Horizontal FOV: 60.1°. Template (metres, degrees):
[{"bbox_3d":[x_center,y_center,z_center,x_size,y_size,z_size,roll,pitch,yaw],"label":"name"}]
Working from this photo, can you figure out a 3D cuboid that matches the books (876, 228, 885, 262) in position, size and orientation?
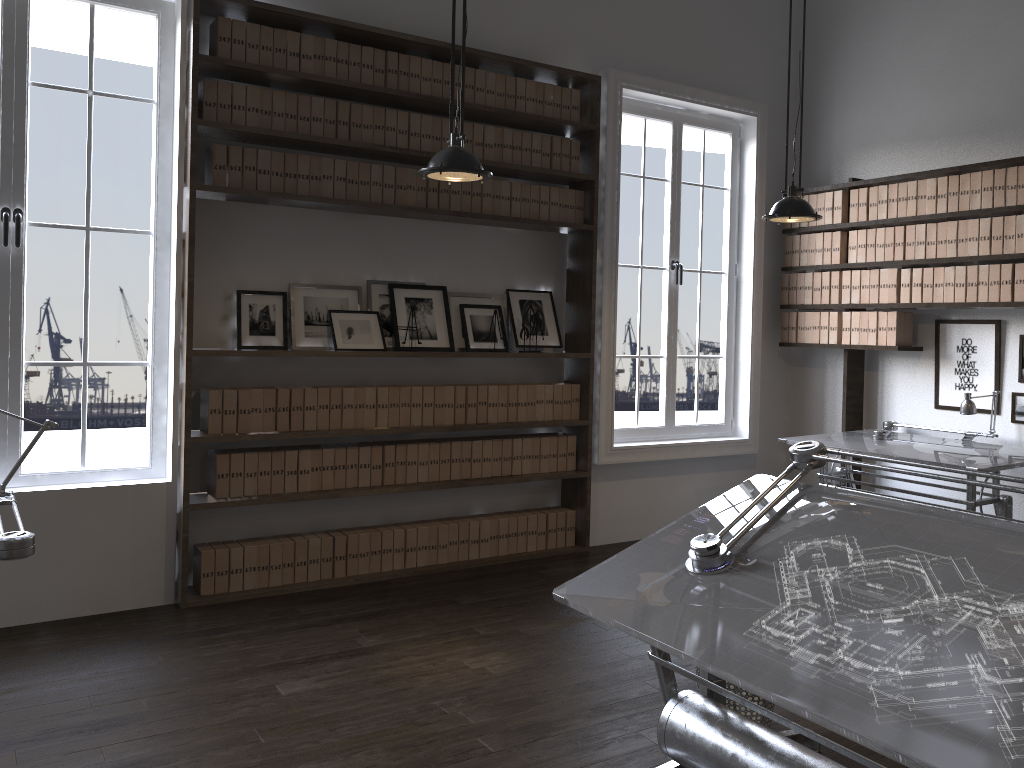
[{"bbox_3d":[2.474,-0.906,5.821,0.174,0.225,0.067,0,1,-32],"label":"books"}]

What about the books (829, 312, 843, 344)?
[{"bbox_3d":[2.276,-0.384,6.118,0.174,0.225,0.067,0,1,-32],"label":"books"}]

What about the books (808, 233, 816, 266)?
[{"bbox_3d":[2.183,-0.947,6.286,0.174,0.225,0.067,0,1,-32],"label":"books"}]

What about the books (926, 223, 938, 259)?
[{"bbox_3d":[2.665,-0.883,5.521,0.174,0.225,0.067,0,1,-32],"label":"books"}]

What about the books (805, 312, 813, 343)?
[{"bbox_3d":[2.167,-0.397,6.294,0.174,0.225,0.067,0,1,-32],"label":"books"}]

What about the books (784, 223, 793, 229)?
[{"bbox_3d":[2.071,-1.238,6.462,0.174,0.226,0.067,0,1,-32],"label":"books"}]

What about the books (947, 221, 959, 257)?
[{"bbox_3d":[2.734,-0.874,5.400,0.174,0.226,0.067,0,1,-32],"label":"books"}]

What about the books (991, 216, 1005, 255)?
[{"bbox_3d":[2.883,-0.856,5.172,0.174,0.225,0.067,0,1,-32],"label":"books"}]

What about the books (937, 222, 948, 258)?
[{"bbox_3d":[2.703,-0.878,5.460,0.174,0.225,0.067,0,1,-32],"label":"books"}]

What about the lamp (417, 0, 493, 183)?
[{"bbox_3d":[-0.208,-1.984,3.662,0.311,2.251,0.312,2,1,37],"label":"lamp"}]

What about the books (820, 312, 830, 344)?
[{"bbox_3d":[2.235,-0.388,6.177,0.174,0.225,0.067,0,1,-32],"label":"books"}]

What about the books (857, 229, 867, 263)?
[{"bbox_3d":[2.398,-0.915,5.934,0.174,0.225,0.067,0,1,-32],"label":"books"}]

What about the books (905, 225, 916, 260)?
[{"bbox_3d":[2.590,-0.892,5.641,0.174,0.225,0.067,0,1,-32],"label":"books"}]

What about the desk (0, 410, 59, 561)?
[{"bbox_3d":[-1.925,0.598,2.487,1.171,1.188,1.271,0,2,-32],"label":"desk"}]

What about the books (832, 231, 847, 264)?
[{"bbox_3d":[2.293,-0.934,6.113,0.174,0.225,0.067,0,1,-32],"label":"books"}]

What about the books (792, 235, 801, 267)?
[{"bbox_3d":[2.108,-0.956,6.398,0.174,0.226,0.067,0,1,-32],"label":"books"}]

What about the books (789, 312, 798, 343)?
[{"bbox_3d":[2.090,-0.406,6.411,0.174,0.226,0.067,0,1,-32],"label":"books"}]

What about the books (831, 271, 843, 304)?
[{"bbox_3d":[2.287,-0.660,6.116,0.174,0.225,0.067,0,1,-32],"label":"books"}]

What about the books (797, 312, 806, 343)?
[{"bbox_3d":[2.134,-0.401,6.351,0.174,0.225,0.067,0,1,-32],"label":"books"}]

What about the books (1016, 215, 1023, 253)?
[{"bbox_3d":[2.956,-0.847,5.053,0.174,0.225,0.067,0,1,-32],"label":"books"}]

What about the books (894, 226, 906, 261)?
[{"bbox_3d":[2.546,-0.897,5.702,0.174,0.226,0.067,0,1,-32],"label":"books"}]

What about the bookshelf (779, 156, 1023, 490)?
[{"bbox_3d":[4.532,0.457,2.673,0.373,3.204,9.193,1,3,-32],"label":"bookshelf"}]

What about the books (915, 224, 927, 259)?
[{"bbox_3d":[2.624,-0.887,5.578,0.174,0.225,0.067,0,1,-32],"label":"books"}]

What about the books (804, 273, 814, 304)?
[{"bbox_3d":[2.166,-0.675,6.300,0.174,0.225,0.067,0,1,-32],"label":"books"}]

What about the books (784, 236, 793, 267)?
[{"bbox_3d":[2.074,-0.961,6.460,0.174,0.225,0.067,0,1,-32],"label":"books"}]

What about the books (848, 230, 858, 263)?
[{"bbox_3d":[2.363,-0.919,5.997,0.174,0.225,0.067,0,1,-32],"label":"books"}]

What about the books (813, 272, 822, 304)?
[{"bbox_3d":[2.207,-0.670,6.242,0.174,0.225,0.067,0,1,-32],"label":"books"}]

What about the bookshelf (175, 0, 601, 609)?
[{"bbox_3d":[-0.638,-0.077,5.107,2.472,3.721,0.413,0,1,-32],"label":"bookshelf"}]

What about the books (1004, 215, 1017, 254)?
[{"bbox_3d":[2.922,-0.851,5.114,0.174,0.225,0.067,0,1,-32],"label":"books"}]

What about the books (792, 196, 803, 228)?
[{"bbox_3d":[2.110,-1.233,6.401,0.174,0.225,0.067,0,1,-32],"label":"books"}]

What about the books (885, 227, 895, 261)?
[{"bbox_3d":[2.511,-0.902,5.767,0.174,0.225,0.067,0,1,-32],"label":"books"}]

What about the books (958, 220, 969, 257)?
[{"bbox_3d":[2.773,-0.869,5.346,0.174,0.225,0.067,0,1,-32],"label":"books"}]

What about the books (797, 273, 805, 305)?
[{"bbox_3d":[2.132,-0.679,6.362,0.174,0.225,0.067,0,1,-32],"label":"books"}]

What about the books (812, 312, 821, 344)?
[{"bbox_3d":[2.196,-0.393,6.239,0.174,0.226,0.067,0,1,-32],"label":"books"}]

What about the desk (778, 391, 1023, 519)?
[{"bbox_3d":[2.392,0.587,5.134,1.071,1.097,1.271,0,3,-32],"label":"desk"}]

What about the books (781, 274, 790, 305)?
[{"bbox_3d":[2.053,-0.688,6.476,0.174,0.226,0.067,0,1,-32],"label":"books"}]

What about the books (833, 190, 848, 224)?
[{"bbox_3d":[2.301,-1.210,6.103,0.174,0.225,0.067,0,1,-32],"label":"books"}]

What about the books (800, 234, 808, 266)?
[{"bbox_3d":[2.148,-0.951,6.338,0.174,0.225,0.067,0,1,-32],"label":"books"}]

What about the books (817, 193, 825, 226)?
[{"bbox_3d":[2.227,-1.220,6.225,0.174,0.225,0.067,0,1,-32],"label":"books"}]

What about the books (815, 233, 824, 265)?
[{"bbox_3d":[2.215,-0.943,6.227,0.174,0.226,0.067,0,1,-32],"label":"books"}]

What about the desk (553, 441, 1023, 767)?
[{"bbox_3d":[1.060,0.596,2.103,1.076,1.385,2.284,0,3,-32],"label":"desk"}]

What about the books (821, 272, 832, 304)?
[{"bbox_3d":[2.243,-0.665,6.176,0.174,0.226,0.067,0,1,-32],"label":"books"}]

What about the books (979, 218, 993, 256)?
[{"bbox_3d":[2.842,-0.861,5.230,0.174,0.226,0.067,0,1,-32],"label":"books"}]

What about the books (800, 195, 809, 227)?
[{"bbox_3d":[2.151,-1.229,6.342,0.174,0.225,0.067,0,1,-32],"label":"books"}]

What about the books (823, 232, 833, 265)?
[{"bbox_3d":[2.255,-0.939,6.173,0.174,0.225,0.067,0,1,-32],"label":"books"}]

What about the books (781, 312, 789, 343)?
[{"bbox_3d":[2.054,-0.411,6.477,0.174,0.225,0.067,0,1,-32],"label":"books"}]

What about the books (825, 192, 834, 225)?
[{"bbox_3d":[2.261,-1.215,6.163,0.174,0.226,0.067,0,1,-32],"label":"books"}]

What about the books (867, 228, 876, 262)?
[{"bbox_3d":[2.437,-0.910,5.872,0.174,0.226,0.067,0,1,-32],"label":"books"}]

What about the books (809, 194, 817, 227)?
[{"bbox_3d":[2.192,-1.224,6.285,0.174,0.225,0.067,0,1,-32],"label":"books"}]

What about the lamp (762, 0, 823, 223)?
[{"bbox_3d":[1.532,-2.008,4.752,0.311,2.251,0.312,2,1,37],"label":"lamp"}]

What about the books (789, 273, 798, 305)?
[{"bbox_3d":[2.094,-0.684,6.422,0.174,0.225,0.067,0,1,-32],"label":"books"}]
